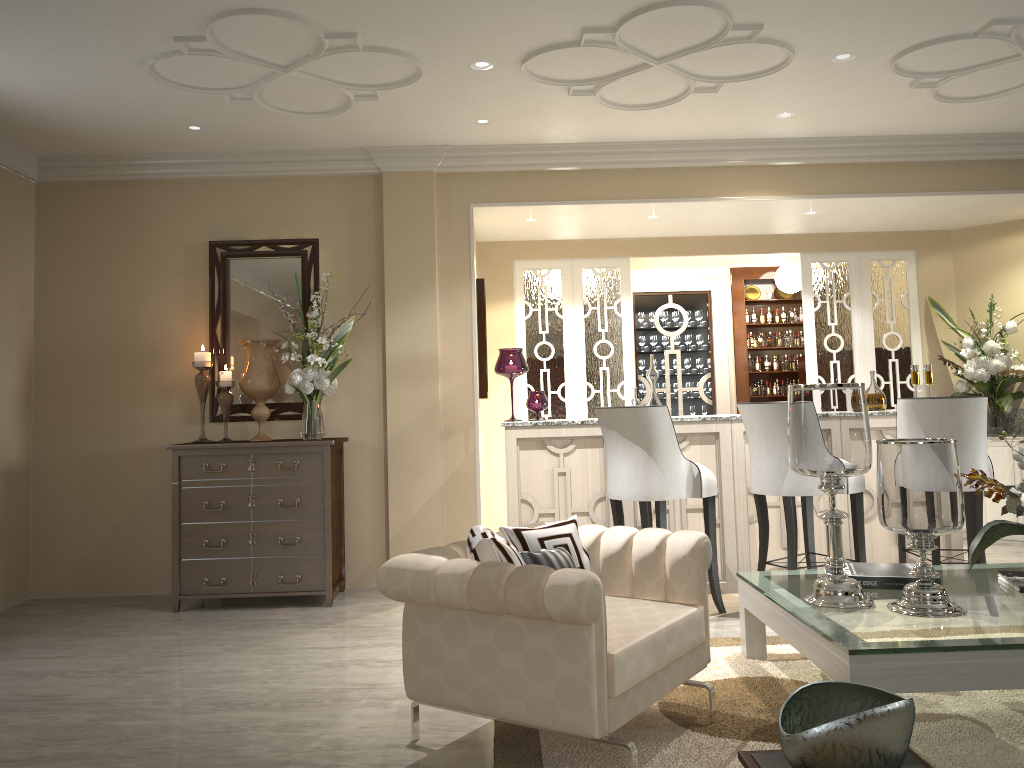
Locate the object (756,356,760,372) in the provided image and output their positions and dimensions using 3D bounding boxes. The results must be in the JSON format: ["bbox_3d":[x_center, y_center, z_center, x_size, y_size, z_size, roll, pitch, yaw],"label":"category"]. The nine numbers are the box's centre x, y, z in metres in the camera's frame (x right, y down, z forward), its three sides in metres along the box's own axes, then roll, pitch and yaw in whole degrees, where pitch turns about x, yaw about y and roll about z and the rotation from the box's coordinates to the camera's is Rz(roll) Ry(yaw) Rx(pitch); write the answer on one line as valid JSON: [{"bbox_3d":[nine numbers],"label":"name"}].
[{"bbox_3d":[2.097,-0.171,7.562,0.032,0.138,0.032,-2,-4,9],"label":"object"}]

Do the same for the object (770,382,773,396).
[{"bbox_3d":[2.217,0.045,7.588,0.034,0.116,0.034,-5,-5,39],"label":"object"}]

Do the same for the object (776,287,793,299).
[{"bbox_3d":[2.370,-0.799,7.703,0.151,0.142,0.058,-2,-4,-3],"label":"object"}]

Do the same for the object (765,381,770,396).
[{"bbox_3d":[2.176,0.037,7.548,0.039,0.133,0.039,-4,-5,33],"label":"object"}]

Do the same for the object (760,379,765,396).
[{"bbox_3d":[2.146,0.031,7.604,0.038,0.149,0.038,1,-5,-33],"label":"object"}]

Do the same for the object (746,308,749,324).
[{"bbox_3d":[2.012,-0.579,7.591,0.033,0.138,0.032,-1,-4,-11],"label":"object"}]

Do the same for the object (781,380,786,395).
[{"bbox_3d":[2.318,0.033,7.574,0.039,0.133,0.039,1,-5,-32],"label":"object"}]

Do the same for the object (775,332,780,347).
[{"bbox_3d":[2.272,-0.378,7.586,0.039,0.133,0.039,-2,-4,2],"label":"object"}]

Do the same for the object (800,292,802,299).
[{"bbox_3d":[2.513,-0.761,7.619,0.061,0.064,0.061,1,-4,-40],"label":"object"}]

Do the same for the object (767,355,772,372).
[{"bbox_3d":[2.201,-0.176,7.596,0.044,0.143,0.044,0,-4,-22],"label":"object"}]

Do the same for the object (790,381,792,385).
[{"bbox_3d":[2.368,0.034,7.514,0.044,0.125,0.044,-2,-4,8],"label":"object"}]

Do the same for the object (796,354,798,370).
[{"bbox_3d":[2.466,-0.186,7.645,0.038,0.149,0.038,-5,-5,38],"label":"object"}]

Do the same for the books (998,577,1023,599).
[{"bbox_3d":[1.732,0.637,2.752,0.336,0.019,0.253,-2,-1,13],"label":"books"}]

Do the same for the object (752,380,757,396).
[{"bbox_3d":[2.092,0.036,7.620,0.044,0.143,0.044,-2,-4,-2],"label":"object"}]

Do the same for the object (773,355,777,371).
[{"bbox_3d":[2.237,-0.176,7.538,0.032,0.138,0.032,2,-6,-44],"label":"object"}]

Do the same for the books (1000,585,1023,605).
[{"bbox_3d":[1.738,0.656,2.747,0.343,0.019,0.253,-2,-1,15],"label":"books"}]

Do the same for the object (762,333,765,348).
[{"bbox_3d":[2.167,-0.376,7.650,0.032,0.138,0.032,2,-6,-44],"label":"object"}]

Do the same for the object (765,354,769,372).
[{"bbox_3d":[2.173,-0.179,7.550,0.038,0.149,0.038,-2,-4,3],"label":"object"}]

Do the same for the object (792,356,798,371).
[{"bbox_3d":[2.426,-0.178,7.598,0.039,0.133,0.039,-2,-4,2],"label":"object"}]

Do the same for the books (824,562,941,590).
[{"bbox_3d":[1.271,0.664,3.066,0.351,0.044,0.259,-2,-1,17],"label":"books"}]

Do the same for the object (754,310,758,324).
[{"bbox_3d":[2.099,-0.574,7.648,0.044,0.125,0.044,0,-4,-17],"label":"object"}]

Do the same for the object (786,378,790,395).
[{"bbox_3d":[2.359,0.024,7.569,0.038,0.149,0.038,-4,-5,33],"label":"object"}]

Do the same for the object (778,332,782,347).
[{"bbox_3d":[2.307,-0.380,7.627,0.032,0.138,0.032,-2,-4,9],"label":"object"}]

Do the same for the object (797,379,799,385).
[{"bbox_3d":[2.441,0.026,7.528,0.033,0.138,0.032,-2,-4,8],"label":"object"}]

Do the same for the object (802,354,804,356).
[{"bbox_3d":[2.509,-0.185,7.622,0.044,0.143,0.044,-2,-4,0],"label":"object"}]

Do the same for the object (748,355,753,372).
[{"bbox_3d":[2.031,-0.175,7.561,0.038,0.149,0.038,0,-4,-19],"label":"object"}]

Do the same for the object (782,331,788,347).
[{"bbox_3d":[2.336,-0.385,7.576,0.044,0.143,0.044,-2,-4,0],"label":"object"}]

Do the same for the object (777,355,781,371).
[{"bbox_3d":[2.290,-0.178,7.632,0.044,0.143,0.044,-1,-4,-12],"label":"object"}]

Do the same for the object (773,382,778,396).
[{"bbox_3d":[2.236,0.043,7.521,0.033,0.115,0.032,-1,-4,-3],"label":"object"}]

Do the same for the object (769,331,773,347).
[{"bbox_3d":[2.231,-0.383,7.639,0.038,0.149,0.038,-2,-4,3],"label":"object"}]

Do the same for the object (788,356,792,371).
[{"bbox_3d":[2.383,-0.176,7.625,0.039,0.133,0.039,0,-5,-25],"label":"object"}]

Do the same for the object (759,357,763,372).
[{"bbox_3d":[2.132,-0.169,7.602,0.039,0.133,0.039,-2,-4,2],"label":"object"}]

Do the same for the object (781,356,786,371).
[{"bbox_3d":[2.315,-0.175,7.560,0.039,0.133,0.039,-2,-4,2],"label":"object"}]

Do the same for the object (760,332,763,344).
[{"bbox_3d":[2.142,-0.376,7.616,0.032,0.138,0.032,1,-5,-31],"label":"object"}]

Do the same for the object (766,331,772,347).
[{"bbox_3d":[2.202,-0.381,7.593,0.044,0.143,0.044,0,-4,-22],"label":"object"}]

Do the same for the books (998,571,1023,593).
[{"bbox_3d":[1.737,0.620,2.761,0.341,0.016,0.274,-2,-1,16],"label":"books"}]

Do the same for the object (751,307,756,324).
[{"bbox_3d":[2.074,-0.586,7.597,0.038,0.149,0.038,-4,-5,33],"label":"object"}]

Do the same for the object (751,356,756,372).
[{"bbox_3d":[2.068,-0.172,7.613,0.044,0.143,0.044,-2,-4,0],"label":"object"}]

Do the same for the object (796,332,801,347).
[{"bbox_3d":[2.466,-0.383,7.615,0.039,0.133,0.039,-2,-4,2],"label":"object"}]

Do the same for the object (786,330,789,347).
[{"bbox_3d":[2.372,-0.388,7.628,0.038,0.149,0.038,0,-4,-19],"label":"object"}]

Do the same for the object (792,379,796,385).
[{"bbox_3d":[2.410,0.028,7.560,0.032,0.138,0.032,-2,-4,9],"label":"object"}]

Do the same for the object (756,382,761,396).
[{"bbox_3d":[2.096,0.043,7.537,0.044,0.125,0.044,0,-4,-22],"label":"object"}]

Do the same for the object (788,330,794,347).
[{"bbox_3d":[2.378,-0.390,7.554,0.038,0.149,0.038,2,-6,-40],"label":"object"}]

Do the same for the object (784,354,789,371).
[{"bbox_3d":[2.348,-0.184,7.583,0.038,0.149,0.038,-3,-5,23],"label":"object"}]

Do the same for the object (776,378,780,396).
[{"bbox_3d":[2.277,0.027,7.592,0.038,0.149,0.038,0,-5,-25],"label":"object"}]

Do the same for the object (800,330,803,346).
[{"bbox_3d":[2.505,-0.391,7.661,0.038,0.149,0.038,-5,-5,38],"label":"object"}]

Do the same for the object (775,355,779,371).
[{"bbox_3d":[2.262,-0.176,7.572,0.032,0.138,0.032,1,-5,-31],"label":"object"}]

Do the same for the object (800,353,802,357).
[{"bbox_3d":[2.472,-0.188,7.570,0.038,0.149,0.038,0,-4,-19],"label":"object"}]

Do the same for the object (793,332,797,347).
[{"bbox_3d":[2.405,-0.382,7.585,0.039,0.133,0.077,-5,-5,42],"label":"object"}]
